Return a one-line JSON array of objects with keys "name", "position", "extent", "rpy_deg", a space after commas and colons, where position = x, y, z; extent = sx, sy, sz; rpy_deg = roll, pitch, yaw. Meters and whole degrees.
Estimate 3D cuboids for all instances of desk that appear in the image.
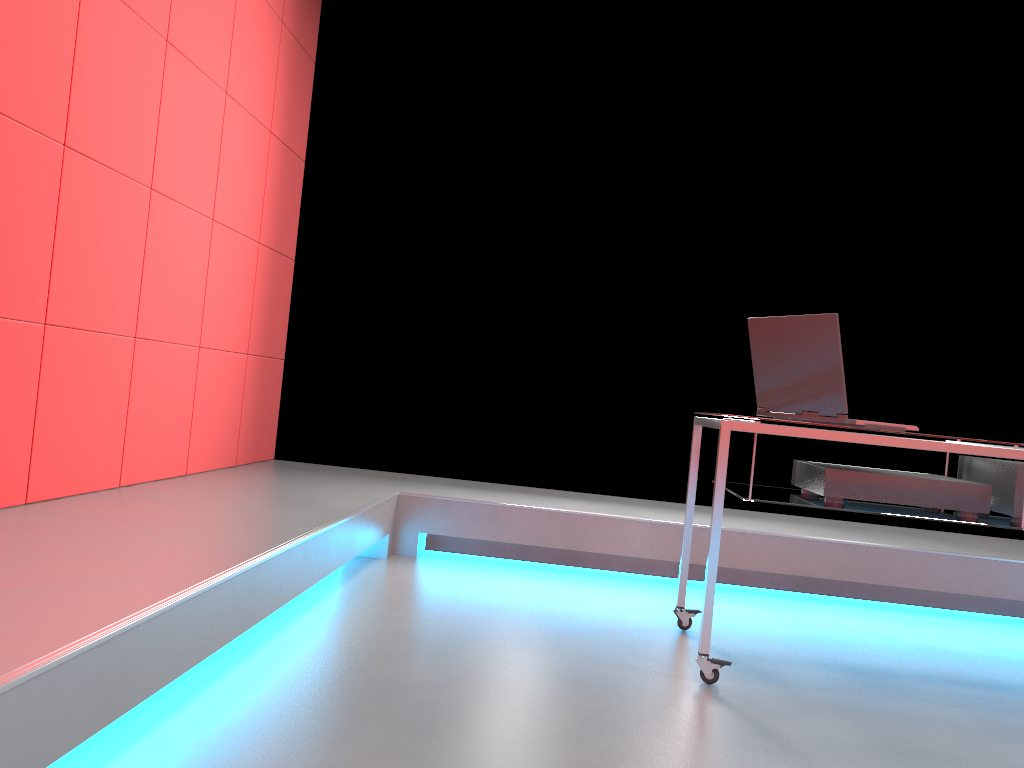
[{"name": "desk", "position": [1.321, 0.505, 2.481], "extent": [1.617, 0.690, 0.594], "rpy_deg": [6, -1, 4]}]

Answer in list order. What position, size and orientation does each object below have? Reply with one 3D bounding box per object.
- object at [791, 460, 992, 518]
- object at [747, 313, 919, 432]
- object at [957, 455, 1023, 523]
[{"name": "object", "position": [1.076, 0.299, 2.566], "extent": [0.435, 0.092, 0.365], "rpy_deg": [6, -1, 4]}, {"name": "object", "position": [0.891, -0.028, 2.484], "extent": [0.340, 0.285, 0.342], "rpy_deg": [6, -1, -26]}, {"name": "object", "position": [1.568, 0.315, 2.532], "extent": [0.431, 0.158, 0.371], "rpy_deg": [6, -1, 4]}]
